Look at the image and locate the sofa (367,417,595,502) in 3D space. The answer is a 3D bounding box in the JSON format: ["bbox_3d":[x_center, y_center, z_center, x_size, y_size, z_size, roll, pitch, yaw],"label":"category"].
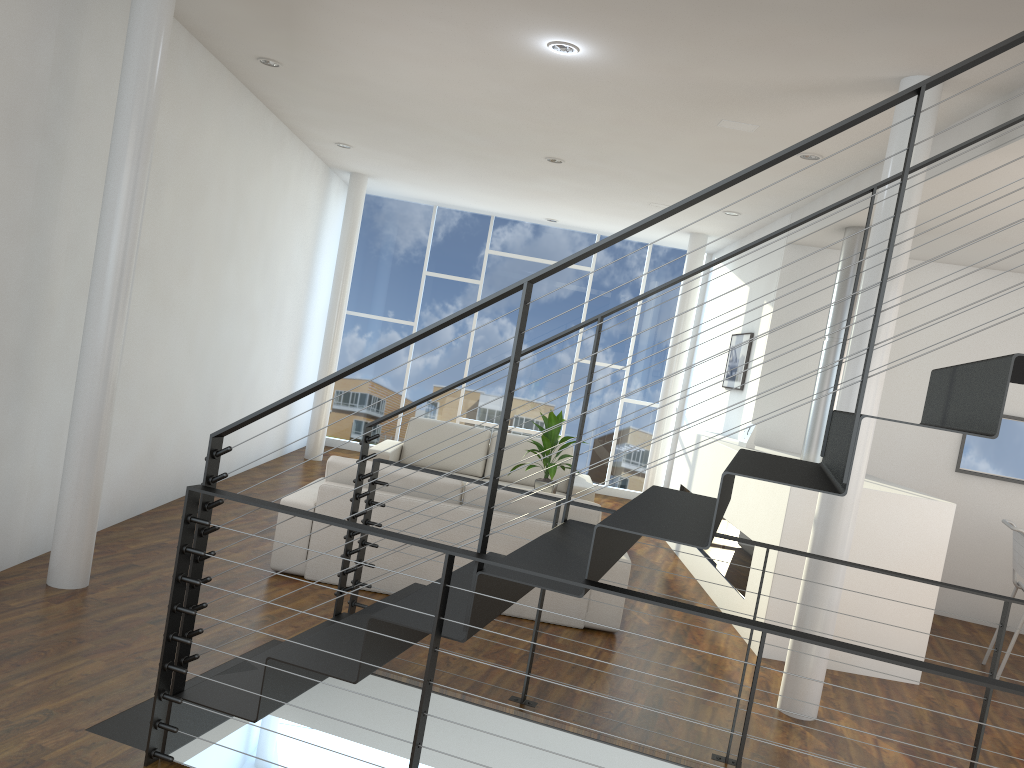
[{"bbox_3d":[-0.208,0.634,6.490,1.610,0.566,0.801,10,2,1],"label":"sofa"}]

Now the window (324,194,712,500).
[{"bbox_3d":[0.264,-1.886,8.299,3.415,5.643,0.090,10,3,0],"label":"window"}]

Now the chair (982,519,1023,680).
[{"bbox_3d":[2.637,1.110,4.316,0.554,0.766,0.428,11,3,22],"label":"chair"}]

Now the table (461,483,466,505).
[{"bbox_3d":[-0.295,0.802,5.420,1.608,0.285,0.660,10,2,1],"label":"table"}]

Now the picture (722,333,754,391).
[{"bbox_3d":[1.672,-0.168,6.584,0.020,0.416,0.574,10,2,0],"label":"picture"}]

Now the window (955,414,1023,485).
[{"bbox_3d":[3.812,0.533,5.382,2.021,0.408,0.165,11,3,16],"label":"window"}]

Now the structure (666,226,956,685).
[{"bbox_3d":[1.686,0.182,5.345,0.750,2.209,2.747,10,2,0],"label":"structure"}]

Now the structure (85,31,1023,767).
[{"bbox_3d":[1.156,0.831,2.153,4.355,6.306,1.094,11,3,16],"label":"structure"}]

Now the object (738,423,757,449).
[{"bbox_3d":[1.467,0.319,5.498,0.061,0.151,0.100,9,3,-13],"label":"object"}]

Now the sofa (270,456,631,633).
[{"bbox_3d":[-0.251,0.698,4.356,1.610,0.566,0.801,10,2,1],"label":"sofa"}]

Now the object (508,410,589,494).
[{"bbox_3d":[0.247,0.449,5.347,0.432,0.602,0.456,9,3,-14],"label":"object"}]
